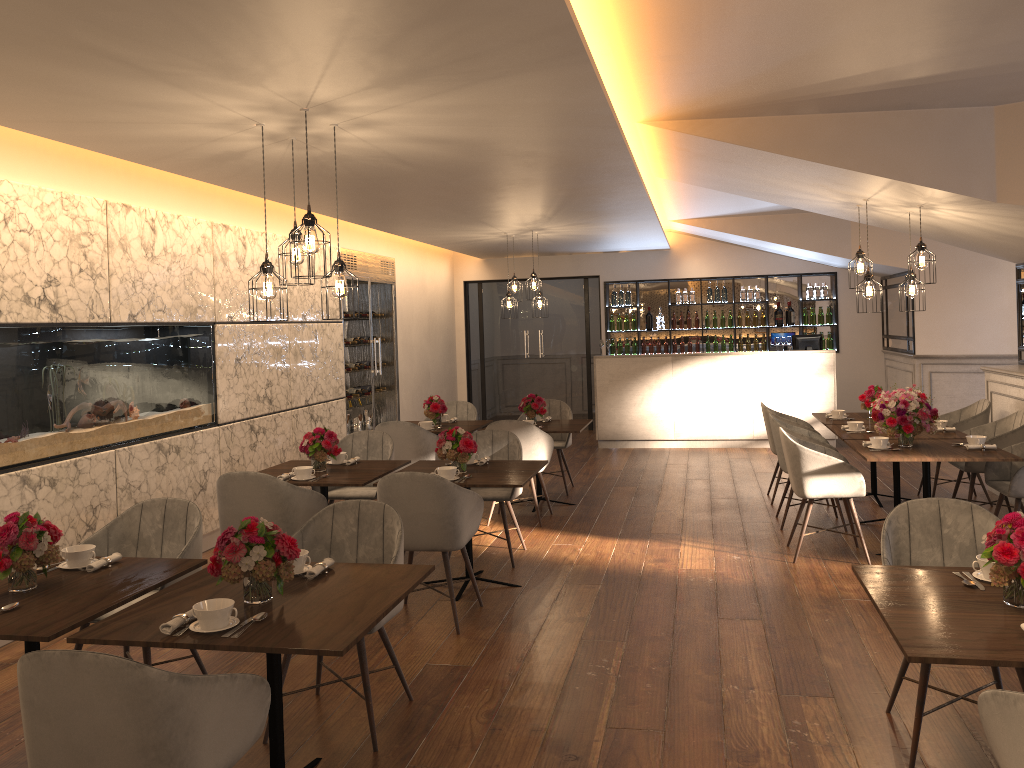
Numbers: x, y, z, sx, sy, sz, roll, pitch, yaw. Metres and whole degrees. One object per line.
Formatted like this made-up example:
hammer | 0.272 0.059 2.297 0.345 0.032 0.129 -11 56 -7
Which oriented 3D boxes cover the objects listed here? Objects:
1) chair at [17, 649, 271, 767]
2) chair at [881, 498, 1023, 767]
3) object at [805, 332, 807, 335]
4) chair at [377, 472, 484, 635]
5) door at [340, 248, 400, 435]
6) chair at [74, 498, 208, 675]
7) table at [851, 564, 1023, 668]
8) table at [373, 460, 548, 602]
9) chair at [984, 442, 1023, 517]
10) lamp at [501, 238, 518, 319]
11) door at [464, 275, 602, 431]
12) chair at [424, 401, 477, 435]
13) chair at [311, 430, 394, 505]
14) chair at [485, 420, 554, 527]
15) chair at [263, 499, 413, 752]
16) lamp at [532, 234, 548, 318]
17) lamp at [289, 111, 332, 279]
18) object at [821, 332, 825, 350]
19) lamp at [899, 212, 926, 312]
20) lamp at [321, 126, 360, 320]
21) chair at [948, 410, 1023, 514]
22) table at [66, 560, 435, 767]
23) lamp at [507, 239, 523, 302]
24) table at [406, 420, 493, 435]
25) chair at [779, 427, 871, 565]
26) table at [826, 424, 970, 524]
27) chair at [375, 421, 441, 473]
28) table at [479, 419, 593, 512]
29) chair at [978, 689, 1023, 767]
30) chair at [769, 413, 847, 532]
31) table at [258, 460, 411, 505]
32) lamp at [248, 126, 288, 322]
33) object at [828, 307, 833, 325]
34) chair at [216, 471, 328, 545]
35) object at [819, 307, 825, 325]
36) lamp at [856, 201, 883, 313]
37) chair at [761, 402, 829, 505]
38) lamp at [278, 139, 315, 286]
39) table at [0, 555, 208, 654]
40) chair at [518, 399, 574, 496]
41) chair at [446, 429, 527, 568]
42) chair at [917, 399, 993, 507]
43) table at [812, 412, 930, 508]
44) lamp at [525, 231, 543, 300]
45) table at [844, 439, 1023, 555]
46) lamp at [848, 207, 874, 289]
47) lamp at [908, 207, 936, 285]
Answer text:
chair | -1.004 1.064 2.409 0.565 0.872 0.527 -2 1 12
chair | 1.686 0.915 3.344 0.565 0.872 0.527 -2 1 12
object | 4.222 -0.608 12.697 0.065 0.263 0.066 -2 1 -9
chair | -0.468 0.880 4.931 0.565 0.872 0.527 -2 1 12
door | -1.593 -0.266 10.164 0.134 2.467 1.860 -2 2 12
chair | -1.651 0.986 3.905 0.565 0.872 0.527 -2 1 12
table | 1.587 1.038 2.681 0.896 0.720 0.898 -1 3 12
table | -0.277 0.908 5.563 0.896 0.720 0.898 -1 3 12
chair | 3.398 0.702 5.731 0.526 0.872 0.566 -2 1 12
lamp | -0.059 -1.764 9.897 0.175 2.070 0.175 -2 0 14
door | 0.349 -0.447 13.569 2.105 2.333 0.274 -1 1 12
chair | -0.600 0.626 8.850 0.565 0.872 0.527 -2 1 12
chair | -1.115 0.803 6.427 0.565 0.872 0.527 -2 1 12
chair | 0.047 0.704 7.354 0.565 0.872 0.527 -2 1 12
chair | -0.713 0.969 3.705 0.565 0.872 0.527 -2 1 12
lamp | 0.285 -1.778 9.953 0.175 2.070 0.175 -2 0 14
lamp | -0.964 -1.527 4.100 0.175 2.070 0.175 -2 0 14
object | 4.438 -0.611 12.651 0.065 0.261 0.066 -2 1 -9
lamp | 2.989 -1.582 6.676 0.175 2.070 0.175 -2 0 14
lamp | -0.890 -1.357 4.422 0.175 2.070 0.175 -2 0 14
chair | 3.593 0.635 6.650 0.526 0.872 0.566 -2 1 12
table | -0.813 1.092 3.042 0.896 0.720 0.898 -1 3 12
lamp | 0.003 -1.980 10.217 0.175 2.070 0.175 -2 0 14
table | -0.700 0.749 8.186 0.896 0.720 0.898 -1 3 12
chair | 2.096 0.727 5.990 0.526 0.872 0.566 -2 1 12
table | 2.958 0.721 6.807 0.896 0.720 0.898 -1 3 12
chair | -0.891 0.721 7.554 0.565 0.872 0.527 -2 1 12
table | 0.238 0.732 7.986 0.896 0.720 0.898 -1 3 12
chair | 1.441 1.009 2.039 0.565 0.872 0.527 -2 1 12
chair | 2.291 0.661 6.909 0.526 0.872 0.566 -2 1 12
table | -1.215 0.925 5.763 0.896 0.720 0.898 -1 3 12
lamp | -1.234 -1.342 4.367 0.175 2.070 0.175 -2 0 14
object | 4.535 -0.975 12.625 0.065 0.261 0.066 -2 1 -9
chair | -1.406 0.898 5.131 0.565 0.872 0.527 -2 1 12
object | 4.427 -0.973 12.648 0.065 0.261 0.066 -2 1 -9
lamp | 2.645 -1.567 6.620 0.175 2.070 0.175 -2 0 14
chair | 2.486 0.594 7.828 0.526 0.872 0.566 -2 1 12
lamp | -1.172 -1.559 4.686 0.175 2.070 0.175 -2 0 14
table | -1.751 1.109 3.241 0.896 0.720 0.898 -1 3 12
chair | 0.338 0.609 8.650 0.565 0.872 0.527 -2 1 12
chair | -0.177 0.785 6.227 0.565 0.872 0.527 -2 1 12
chair | 3.789 0.569 7.568 0.526 0.872 0.566 -2 1 12
table | 3.153 0.654 7.726 0.896 0.720 0.898 -1 3 12
lamp | 0.211 -1.948 9.630 0.175 2.070 0.175 -2 0 14
table | 2.763 0.788 5.889 0.896 0.720 0.898 -1 3 12
lamp | 2.707 -1.784 6.940 0.175 2.070 0.175 -2 0 14
lamp | 2.914 -1.752 6.353 0.175 2.070 0.175 -2 0 14
